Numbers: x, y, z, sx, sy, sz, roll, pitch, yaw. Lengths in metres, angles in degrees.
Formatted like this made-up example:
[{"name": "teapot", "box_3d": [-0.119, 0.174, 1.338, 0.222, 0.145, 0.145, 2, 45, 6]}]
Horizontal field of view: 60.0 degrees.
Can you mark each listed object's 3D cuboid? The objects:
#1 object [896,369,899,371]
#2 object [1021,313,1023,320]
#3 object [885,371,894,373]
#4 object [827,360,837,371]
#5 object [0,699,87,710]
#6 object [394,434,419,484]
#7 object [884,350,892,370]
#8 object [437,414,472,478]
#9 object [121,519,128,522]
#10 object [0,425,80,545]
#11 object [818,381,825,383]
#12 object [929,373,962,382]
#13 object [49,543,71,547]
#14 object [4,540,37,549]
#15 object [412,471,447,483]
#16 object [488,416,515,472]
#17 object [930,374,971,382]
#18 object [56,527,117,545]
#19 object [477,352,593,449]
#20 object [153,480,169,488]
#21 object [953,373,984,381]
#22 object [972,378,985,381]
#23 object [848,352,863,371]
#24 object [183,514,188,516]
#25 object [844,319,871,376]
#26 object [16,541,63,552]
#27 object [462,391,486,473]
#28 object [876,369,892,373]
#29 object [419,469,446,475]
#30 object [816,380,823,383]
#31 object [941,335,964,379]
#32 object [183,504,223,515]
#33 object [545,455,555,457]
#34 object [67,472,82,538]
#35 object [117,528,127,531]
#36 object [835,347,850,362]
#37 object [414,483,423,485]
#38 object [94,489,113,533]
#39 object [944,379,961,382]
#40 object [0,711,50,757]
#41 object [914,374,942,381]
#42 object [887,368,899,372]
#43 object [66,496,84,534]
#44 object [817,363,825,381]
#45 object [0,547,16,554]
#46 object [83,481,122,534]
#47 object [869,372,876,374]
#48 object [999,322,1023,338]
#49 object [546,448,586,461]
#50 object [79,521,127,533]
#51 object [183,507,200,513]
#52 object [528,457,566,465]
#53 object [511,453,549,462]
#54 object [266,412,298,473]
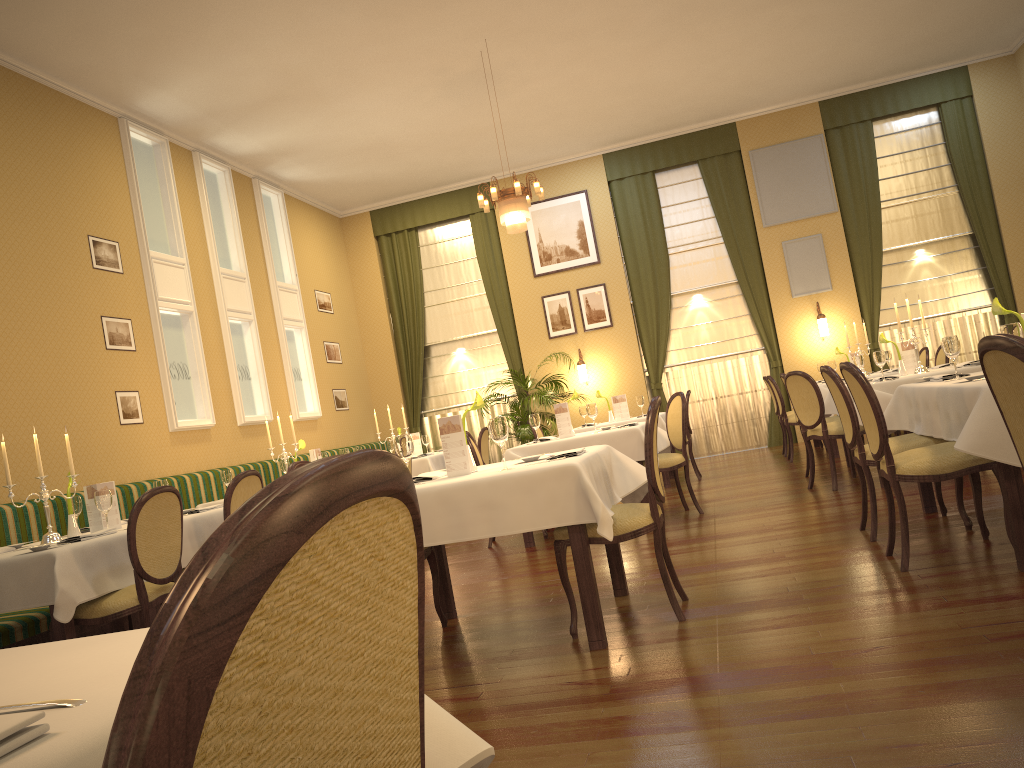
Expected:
[{"name": "object", "box_3d": [3.966, -0.145, 9.009, 0.160, 0.024, 0.160, -11, -2, 12]}, {"name": "object", "box_3d": [2.614, -0.227, 4.337, 0.166, 0.277, 0.081, -10, -3, -16]}, {"name": "object", "box_3d": [3.954, -0.131, 9.172, 0.181, 0.015, 0.038, -11, -2, 14]}, {"name": "object", "box_3d": [3.341, -0.127, 9.222, 0.088, 0.229, 0.088, -9, -3, -30]}, {"name": "object", "box_3d": [-0.511, 0.325, 0.892, 0.181, 0.015, 0.038, -11, -2, 14]}, {"name": "object", "box_3d": [-0.478, 0.345, 4.022, 0.088, 0.229, 0.088, -9, -3, -30]}, {"name": "object", "box_3d": [4.042, -0.242, 9.515, 0.088, 0.229, 0.088, -9, -3, -30]}, {"name": "object", "box_3d": [-0.283, 0.288, 4.062, 0.081, 0.277, 0.166, -9, -3, -31]}, {"name": "object", "box_3d": [-2.523, 0.899, 5.810, 0.160, 0.024, 0.160, -11, -2, 12]}, {"name": "object", "box_3d": [-2.553, 0.544, 4.825, 0.131, 0.655, 0.390, -12, -3, 32]}, {"name": "object", "box_3d": [3.442, -0.018, 9.730, 0.160, 0.024, 0.160, -11, -2, 12]}, {"name": "object", "box_3d": [2.443, -0.035, 5.004, 0.181, 0.015, 0.038, -11, -2, 14]}, {"name": "object", "box_3d": [-2.235, 0.787, 4.342, 0.181, 0.015, 0.038, -11, -2, 14]}, {"name": "object", "box_3d": [-2.747, 0.900, 4.900, 0.160, 0.024, 0.160, -11, -2, 12]}, {"name": "object", "box_3d": [-0.403, 0.442, 4.215, 0.142, 0.033, 0.273, -11, -2, 12]}, {"name": "object", "box_3d": [-0.046, 0.257, 3.803, 0.088, 0.229, 0.088, -9, -3, -30]}, {"name": "object", "box_3d": [2.391, -0.040, 4.845, 0.142, 0.033, 0.273, -11, -2, 12]}, {"name": "object", "box_3d": [-2.149, 0.771, 4.490, 0.142, 0.033, 0.273, -11, -2, 12]}, {"name": "object", "box_3d": [0.296, 0.521, 11.971, 1.496, 1.807, 1.552, -10, -2, -7]}, {"name": "object", "box_3d": [-2.030, 0.676, 5.161, 0.088, 0.229, 0.088, -9, -3, -30]}, {"name": "object", "box_3d": [2.197, -0.029, 4.204, 0.160, 0.024, 0.160, -11, -2, 12]}, {"name": "object", "box_3d": [2.215, -0.032, 4.071, 0.185, 0.010, 0.017, -11, -2, 14]}, {"name": "object", "box_3d": [3.859, -0.216, 9.864, 0.166, 0.277, 0.081, -10, -3, -16]}, {"name": "object", "box_3d": [-1.995, 0.784, 5.234, 0.185, 0.010, 0.017, -11, -2, 13]}, {"name": "object", "box_3d": [3.772, -0.400, 9.643, 0.390, 0.655, 0.131, -9, -3, -22]}, {"name": "object", "box_3d": [-2.224, 0.774, 4.179, 0.160, 0.024, 0.160, -11, -2, 12]}, {"name": "object", "box_3d": [-0.185, 0.223, 4.152, 0.163, 0.375, 0.076, -10, -2, -11]}, {"name": "object", "box_3d": [4.299, -0.151, 10.235, 0.142, 0.024, 0.273, -11, -2, 12]}, {"name": "object", "box_3d": [-0.373, 0.451, 4.484, 0.160, 0.024, 0.160, -11, -2, 12]}, {"name": "object", "box_3d": [3.635, -0.029, 10.371, 0.142, 0.033, 0.273, -11, -2, 12]}, {"name": "object", "box_3d": [2.316, -0.137, 4.652, 0.088, 0.229, 0.088, -9, -3, -30]}, {"name": "object", "box_3d": [-1.890, 0.767, 5.405, 0.142, 0.024, 0.273, -11, -2, 12]}, {"name": "object", "box_3d": [0.245, 0.332, 4.249, 0.181, 0.015, 0.038, -11, -2, 14]}, {"name": "object", "box_3d": [-2.526, 0.689, 5.098, 0.076, 0.375, 0.163, -10, -2, -6]}, {"name": "object", "box_3d": [-2.097, 0.783, 4.779, 0.185, 0.010, 0.017, -11, -2, 13]}, {"name": "object", "box_3d": [3.701, -0.240, 9.850, 0.163, 0.375, 0.076, -12, -3, 34]}, {"name": "object", "box_3d": [-0.469, 0.450, 3.934, 0.185, 0.010, 0.017, -11, -2, 14]}, {"name": "object", "box_3d": [-2.147, 0.677, 4.684, 0.088, 0.229, 0.088, -9, -3, -30]}, {"name": "object", "box_3d": [2.325, -0.031, 4.564, 0.185, 0.010, 0.017, -11, -2, 14]}, {"name": "object", "box_3d": [-0.508, 0.312, 0.668, 0.142, 0.024, 0.273, -11, -2, 12]}, {"name": "object", "box_3d": [2.421, -0.031, 5.114, 0.160, 0.024, 0.160, -11, -2, 12]}, {"name": "object", "box_3d": [4.041, -0.147, 9.321, 0.142, 0.033, 0.273, -11, -2, 12]}, {"name": "object", "box_3d": [-2.628, 0.793, 5.347, 0.088, 0.229, 0.088, -9, -3, -30]}, {"name": "object", "box_3d": [3.561, -0.126, 10.178, 0.088, 0.229, 0.088, -9, -3, -30]}, {"name": "object", "box_3d": [-2.732, 0.881, 4.587, 0.142, 0.033, 0.273, -11, -2, 12]}, {"name": "object", "box_3d": [-2.331, 0.703, 5.033, 0.166, 0.277, 0.081, -10, -3, -16]}, {"name": "object", "box_3d": [4.296, -0.138, 10.459, 0.181, 0.015, 0.038, -11, -2, 14]}, {"name": "object", "box_3d": [2.096, -0.138, 3.696, 0.088, 0.229, 0.088, -9, -3, -30]}, {"name": "object", "box_3d": [0.248, 0.319, 4.025, 0.142, 0.024, 0.273, -11, -2, 12]}, {"name": "object", "box_3d": [-2.554, 0.890, 5.541, 0.142, 0.033, 0.273, -11, -2, 12]}, {"name": "object", "box_3d": [-2.048, 0.801, 5.548, 0.160, 0.024, 0.160, -11, -2, 12]}, {"name": "object", "box_3d": [0.144, 0.336, 3.854, 0.185, 0.010, 0.017, -11, -2, 13]}, {"name": "object", "box_3d": [0.090, 0.353, 4.168, 0.160, 0.024, 0.160, -11, -2, 12]}, {"name": "object", "box_3d": [-1.912, 0.539, 7.418, 0.390, 0.655, 0.131, -12, -3, 27]}]
